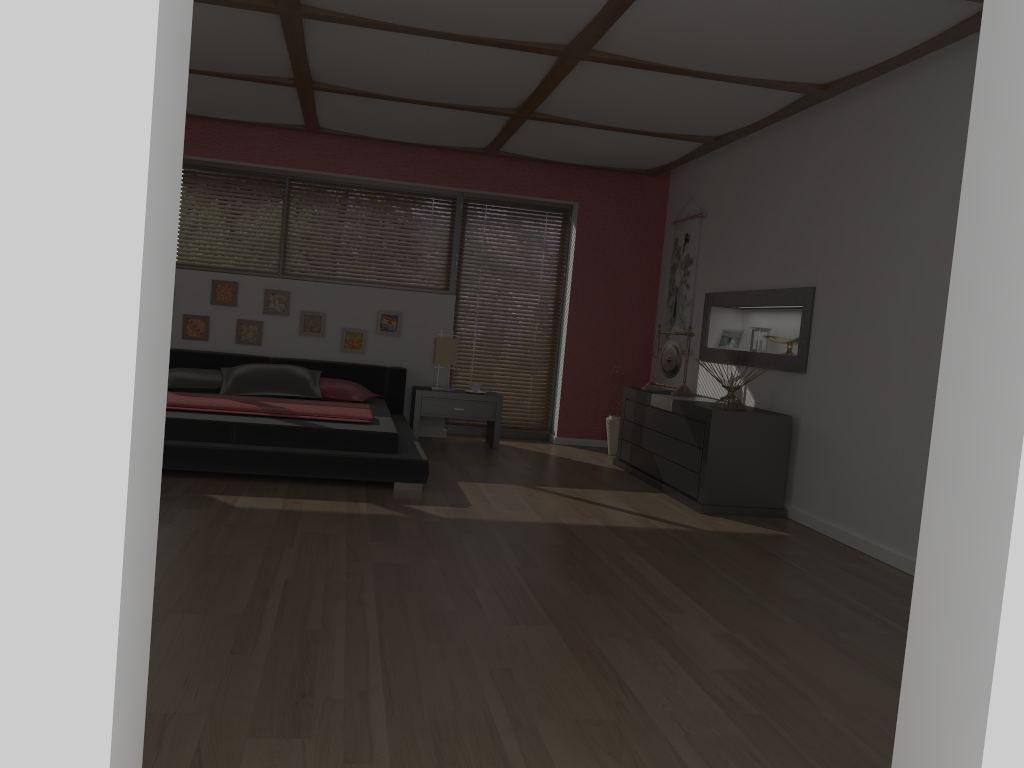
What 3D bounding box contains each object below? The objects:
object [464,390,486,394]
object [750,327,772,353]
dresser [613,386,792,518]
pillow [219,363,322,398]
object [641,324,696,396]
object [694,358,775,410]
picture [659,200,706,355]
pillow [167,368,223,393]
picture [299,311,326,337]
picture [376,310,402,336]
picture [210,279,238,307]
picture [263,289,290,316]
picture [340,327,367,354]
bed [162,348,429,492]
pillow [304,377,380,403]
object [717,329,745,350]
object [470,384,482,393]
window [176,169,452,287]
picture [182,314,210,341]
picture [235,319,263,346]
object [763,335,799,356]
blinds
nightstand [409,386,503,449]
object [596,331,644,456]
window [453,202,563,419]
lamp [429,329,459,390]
[{"bbox_3d":[-0.298,0.067,7.191,0.179,0.012,0.179,6,4,14],"label":"object"},{"bbox_3d":[1.718,-0.304,6.150,0.159,0.171,0.159,8,4,38],"label":"object"},{"bbox_3d":[1.224,0.403,6.020,0.540,0.608,1.740,5,4,-11],"label":"dresser"},{"bbox_3d":[-1.776,-0.028,6.540,0.744,0.241,0.386,4,4,-15],"label":"pillow"},{"bbox_3d":[1.161,-0.183,6.472,0.173,0.498,0.490,4,4,-26],"label":"object"},{"bbox_3d":[1.352,0.005,5.452,0.481,0.282,0.481,2,5,-44],"label":"object"},{"bbox_3d":[1.392,-0.887,7.253,0.028,1.270,0.701,5,4,-11],"label":"picture"},{"bbox_3d":[-2.298,-0.023,6.533,0.745,0.172,0.418,3,4,-35],"label":"pillow"},{"bbox_3d":[-1.622,-0.489,7.212,0.200,0.200,0.010,5,4,-11],"label":"picture"},{"bbox_3d":[-1.015,-0.502,7.322,0.200,0.200,0.010,5,4,-11],"label":"picture"},{"bbox_3d":[-2.293,-0.723,7.070,0.200,0.200,0.010,5,4,-11],"label":"picture"},{"bbox_3d":[-1.896,-0.656,7.148,0.200,0.200,0.010,5,4,-11],"label":"picture"},{"bbox_3d":[-1.300,-0.355,7.281,0.200,0.200,0.010,5,4,-11],"label":"picture"},{"bbox_3d":[-1.876,0.142,5.945,2.469,0.577,2.413,5,4,-11],"label":"bed"},{"bbox_3d":[-1.414,0.044,6.754,0.745,0.172,0.418,6,4,8],"label":"pillow"},{"bbox_3d":[1.611,-0.331,6.541,0.041,0.146,0.226,3,4,-31],"label":"object"},{"bbox_3d":[-0.295,0.034,7.189,0.099,0.069,0.099,6,4,14],"label":"object"},{"bbox_3d":[-1.908,-1.322,7.455,2.817,0.786,0.020,5,4,-11],"label":"window"},{"bbox_3d":[-2.515,-0.448,7.051,0.200,0.200,0.010,5,4,-11],"label":"picture"},{"bbox_3d":[-2.113,-0.415,7.128,0.200,0.200,0.010,5,4,-11],"label":"picture"},{"bbox_3d":[1.783,-0.241,5.689,0.181,0.116,0.350,4,4,-21],"label":"object"},{"bbox_3d":[-1.951,-0.742,7.423,4.840,1.952,0.032,5,4,-11],"label":"blinds"},{"bbox_3d":[-0.464,0.268,7.233,0.700,0.423,0.413,5,4,-11],"label":"nightstand"},{"bbox_3d":[0.845,0.073,7.335,0.422,1.035,0.364,3,4,-35],"label":"object"},{"bbox_3d":[-0.048,-0.630,7.850,0.889,1.893,0.020,5,4,-11],"label":"window"},{"bbox_3d":[-0.546,-0.203,7.222,0.200,0.480,0.200,5,4,-11],"label":"lamp"}]
